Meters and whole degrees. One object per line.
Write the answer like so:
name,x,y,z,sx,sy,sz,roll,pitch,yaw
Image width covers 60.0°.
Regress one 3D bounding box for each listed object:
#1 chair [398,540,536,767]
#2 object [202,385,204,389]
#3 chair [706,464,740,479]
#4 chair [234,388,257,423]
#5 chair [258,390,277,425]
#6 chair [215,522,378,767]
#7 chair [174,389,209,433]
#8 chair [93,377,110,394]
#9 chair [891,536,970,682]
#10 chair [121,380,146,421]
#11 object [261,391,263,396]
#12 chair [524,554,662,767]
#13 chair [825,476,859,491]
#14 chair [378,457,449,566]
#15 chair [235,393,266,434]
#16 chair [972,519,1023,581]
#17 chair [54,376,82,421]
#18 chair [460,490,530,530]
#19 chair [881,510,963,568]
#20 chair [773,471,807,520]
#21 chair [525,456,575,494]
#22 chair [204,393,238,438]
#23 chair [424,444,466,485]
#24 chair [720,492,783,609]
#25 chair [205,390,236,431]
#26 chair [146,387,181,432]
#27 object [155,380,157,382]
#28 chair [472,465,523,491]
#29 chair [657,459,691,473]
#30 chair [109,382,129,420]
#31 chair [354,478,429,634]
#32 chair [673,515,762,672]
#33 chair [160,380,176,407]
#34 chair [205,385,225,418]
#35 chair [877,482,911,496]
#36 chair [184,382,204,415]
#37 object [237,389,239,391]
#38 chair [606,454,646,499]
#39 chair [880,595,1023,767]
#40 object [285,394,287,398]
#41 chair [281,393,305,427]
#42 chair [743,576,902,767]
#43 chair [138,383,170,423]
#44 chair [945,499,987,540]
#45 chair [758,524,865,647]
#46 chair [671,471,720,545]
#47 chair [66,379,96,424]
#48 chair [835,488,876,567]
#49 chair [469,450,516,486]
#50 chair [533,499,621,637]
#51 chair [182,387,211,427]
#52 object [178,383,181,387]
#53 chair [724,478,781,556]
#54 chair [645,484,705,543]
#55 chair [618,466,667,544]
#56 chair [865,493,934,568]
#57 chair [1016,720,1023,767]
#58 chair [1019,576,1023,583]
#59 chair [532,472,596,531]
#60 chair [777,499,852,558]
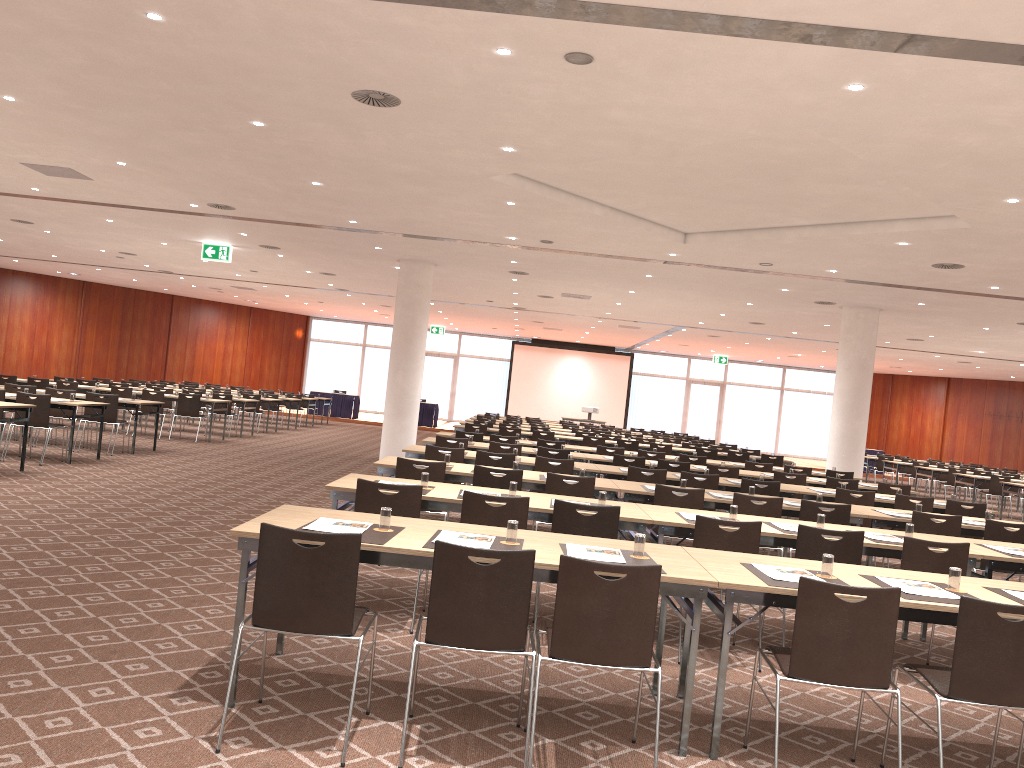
chair,-0.167,1.157,3.967,0.535,0.939,0.614,6,0,-2
object,-8.403,0.090,24.096,0.054,0.114,0.054,6,0,-33
chair,2.762,1.550,11.941,0.535,0.939,0.614,6,0,1
chair,-7.674,0.607,25.537,0.535,0.939,0.614,6,0,1
chair,-7.045,0.672,25.450,0.535,0.939,0.614,6,0,-2
chair,-0.901,1.080,3.939,0.535,0.939,0.614,6,0,1
chair,-7.050,0.608,19.590,0.535,0.939,0.614,6,0,-1
chair,-9.972,0.325,21.617,0.535,0.939,0.614,6,0,2
chair,2.719,1.480,5.941,0.535,0.939,0.614,6,0,-1
chair,-9.250,0.399,21.551,0.535,0.939,0.614,6,0,2
object,-6.792,0.258,24.075,0.054,0.114,0.054,6,0,-11
chair,0.372,1.213,3.927,0.535,0.939,0.614,6,0,0
chair,4.322,1.713,11.892,0.535,0.939,0.614,6,0,-2
chair,-0.840,1.130,7.939,0.535,0.939,0.614,6,0,0
chair,-6.329,0.705,21.583,0.535,0.939,0.614,6,0,-2
chair,4.303,1.667,7.892,0.535,0.939,0.614,6,0,1
chair,-9.874,0.313,19.616,0.535,0.939,0.614,6,0,-1
chair,-0.148,1.181,5.932,0.535,0.939,0.614,6,0,0
chair,3.705,1.605,7.974,0.535,0.939,0.614,6,0,2
chair,3.668,1.645,11.974,0.535,0.939,0.614,6,0,2
chair,0.425,1.285,10.004,0.535,0.939,0.614,6,0,-2
chair,-6.344,0.680,19.443,0.535,0.939,0.614,6,0,-2
chair,-0.792,1.157,9.973,0.535,0.939,0.614,6,0,-2
chair,2.109,1.438,7.912,0.535,0.939,0.614,6,0,1
chair,-7.013,0.632,21.449,0.535,0.939,0.614,6,0,-2
chair,-7.615,0.547,19.455,0.535,0.939,0.614,6,0,3
object,-9.690,-0.045,24.108,0.054,0.114,0.054,6,0,-33
chair,-0.158,1.202,7.967,0.535,0.939,0.614,6,0,2
chair,2.106,1.481,11.912,0.535,0.939,0.614,6,0,1
chair,-8.638,0.442,19.545,0.535,0.939,0.614,6,0,-1
chair,-0.841,1.109,5.973,0.535,0.939,0.614,6,0,2
chair,1.355,1.338,5.918,0.535,0.939,0.614,6,0,-2
chair,-9.907,0.374,25.557,0.535,0.939,0.614,6,0,-2
chair,-8.574,0.513,25.464,0.535,0.939,0.614,6,0,2
chair,5.030,1.787,11.920,0.535,0.939,0.614,6,0,1
chair,-9.230,0.446,25.610,0.535,0.939,0.614,6,0,3
object,-7.439,0.190,24.091,0.054,0.114,0.054,6,0,-11
chair,1.517,1.421,11.994,0.535,0.939,0.614,6,0,-2
chair,2.078,1.392,3.947,0.535,0.939,0.614,6,0,-1
object,-6.139,0.326,24.078,0.054,0.114,0.054,6,0,-11
chair,-6.288,0.753,25.583,0.535,0.939,0.614,6,0,-1
chair,1.421,1.324,3.995,0.535,0.939,0.614,6,0,3
chair,-8.626,0.464,21.464,0.535,0.939,0.613,6,0,-2
chair,4.963,1.758,9.920,0.535,0.939,0.614,6,0,3
chair,2.055,1.411,5.989,0.535,0.939,0.614,6,0,1
chair,2.033,1.453,9.989,0.535,0.939,0.614,6,0,-2
chair,-9.310,0.371,19.470,0.535,0.939,0.614,6,0,3
chair,3.740,1.630,9.932,0.535,0.939,0.614,6,0,0
chair,-0.225,1.216,9.933,0.535,0.939,0.614,6,0,-1
chair,0.451,1.244,5.962,0.535,0.939,0.614,6,0,2
chair,-7.636,0.568,21.536,0.535,0.939,0.614,6,0,0
object,-9.040,0.023,24.101,0.054,0.114,0.054,6,0,-33
chair,2.688,1.520,9.906,0.535,0.939,0.614,6,0,0
chair,1.437,1.368,7.953,0.535,0.939,0.614,6,0,3
chair,1.445,1.391,9.953,0.535,0.939,0.614,6,0,-2
chair,4.403,1.700,9.968,0.535,0.939,0.614,6,0,-1
chair,2.685,1.455,3.906,0.535,0.939,0.614,6,0,2
chair,4.957,1.736,7.920,0.535,0.939,0.614,6,0,-2
chair,0.471,1.268,8.004,0.535,0.939,0.614,6,0,-2
chair,2.718,1.502,7.941,0.535,0.939,0.614,6,0,4
